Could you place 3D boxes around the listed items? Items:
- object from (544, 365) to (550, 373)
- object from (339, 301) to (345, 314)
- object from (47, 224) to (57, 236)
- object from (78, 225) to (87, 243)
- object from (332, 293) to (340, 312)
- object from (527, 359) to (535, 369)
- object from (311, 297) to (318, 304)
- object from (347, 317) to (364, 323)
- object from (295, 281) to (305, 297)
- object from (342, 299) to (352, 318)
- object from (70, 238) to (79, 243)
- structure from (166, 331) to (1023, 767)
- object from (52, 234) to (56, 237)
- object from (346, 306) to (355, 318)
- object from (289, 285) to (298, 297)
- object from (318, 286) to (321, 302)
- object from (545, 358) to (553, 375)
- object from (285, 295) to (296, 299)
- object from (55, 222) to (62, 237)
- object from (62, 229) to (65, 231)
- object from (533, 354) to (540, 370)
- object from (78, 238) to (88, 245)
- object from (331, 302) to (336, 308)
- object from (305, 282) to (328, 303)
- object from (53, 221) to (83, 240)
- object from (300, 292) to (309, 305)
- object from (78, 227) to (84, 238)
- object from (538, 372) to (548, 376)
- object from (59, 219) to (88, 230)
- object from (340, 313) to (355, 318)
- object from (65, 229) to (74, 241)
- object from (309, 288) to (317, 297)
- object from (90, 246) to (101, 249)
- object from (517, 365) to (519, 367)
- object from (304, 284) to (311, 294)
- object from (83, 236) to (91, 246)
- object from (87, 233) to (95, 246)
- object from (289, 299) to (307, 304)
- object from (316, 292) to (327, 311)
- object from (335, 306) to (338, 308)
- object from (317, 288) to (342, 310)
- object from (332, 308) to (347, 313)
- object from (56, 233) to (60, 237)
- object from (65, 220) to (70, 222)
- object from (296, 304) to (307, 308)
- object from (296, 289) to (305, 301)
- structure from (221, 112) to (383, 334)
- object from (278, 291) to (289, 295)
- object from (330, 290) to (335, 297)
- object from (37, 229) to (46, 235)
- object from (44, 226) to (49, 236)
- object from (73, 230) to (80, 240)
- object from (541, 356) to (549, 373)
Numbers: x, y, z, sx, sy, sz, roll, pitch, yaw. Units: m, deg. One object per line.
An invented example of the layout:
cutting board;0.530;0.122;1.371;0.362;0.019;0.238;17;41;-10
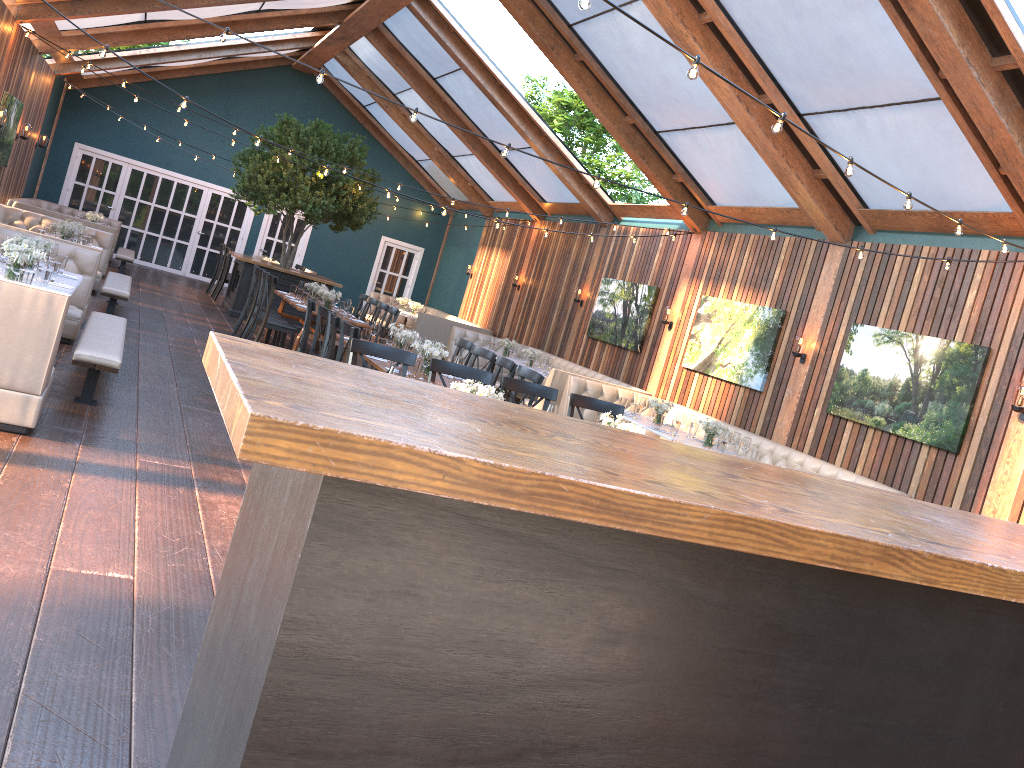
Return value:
object;0.522;-0.240;13.058;0.091;0.158;0.093;14;3;-38
object;-2.343;-1.060;12.253;0.092;0.158;0.091;18;3;32
object;-5.290;-1.707;10.146;0.092;0.244;0.093;16;2;-21
object;-5.745;-1.994;11.812;0.093;0.244;0.092;17;2;23
object;-2.419;-1.117;12.136;0.093;0.244;0.092;17;2;18
object;0.270;-0.272;12.619;0.091;0.158;0.093;14;3;-38
object;-2.525;-1.017;11.225;0.092;0.158;0.091;17;2;12
object;-2.049;-0.838;11.580;0.253;0.019;0.159;14;6;-24
object;-3.087;-1.381;12.894;0.093;0.244;0.092;17;2;23
object;-2.174;-0.997;11.627;0.092;0.244;0.092;16;2;1
object;-5.014;-1.577;10.102;0.092;0.158;0.091;17;2;12
structure;2.260;1.313;3.109;6.757;1.273;0.864;14;3;-24
object;-5.955;-1.980;11.476;0.091;0.158;0.093;14;3;-38
object;-2.142;-0.951;11.715;0.092;0.158;0.091;17;2;12
object;-3.163;-1.347;12.778;0.091;0.158;0.092;16;2;-8
object;-2.855;-1.339;13.168;0.091;0.244;0.093;14;3;-44
object;0.525;-0.253;12.731;0.093;0.244;0.092;17;2;23
object;-3.053;-1.206;12.385;0.253;0.019;0.159;14;6;-24
object;-5.596;-1.864;10.873;0.093;0.244;0.092;17;2;23
object;-5.879;-2.011;11.566;0.093;0.244;0.092;17;2;23
object;0.334;-0.307;12.713;0.092;0.244;0.093;16;2;-21
object;-5.096;-1.637;10.482;0.091;0.158;0.093;14;3;-38
object;-2.571;-1.174;12.731;0.092;0.158;0.092;16;2;2
object;-2.827;-1.326;12.760;0.334;0.309;0.332;14;4;-29
object;-5.321;-1.788;10.558;0.335;0.309;0.331;16;3;-8
object;-2.760;-1.134;11.754;0.092;0.158;0.092;16;2;2
object;-5.429;-1.833;11.071;0.093;0.244;0.092;17;2;23
object;0.463;-0.139;12.571;0.156;0.019;0.257;14;6;-24
object;-5.689;-1.977;11.435;0.335;0.309;0.331;16;3;-12
object;-2.272;-0.953;12.116;0.253;0.019;0.159;14;6;-24
object;-5.093;-1.650;10.155;0.093;0.244;0.092;17;2;23
object;-2.689;-1.170;11.883;0.092;0.244;0.093;16;2;-21
object;-5.600;-1.831;11.771;0.253;0.019;0.159;14;6;-24
object;0.146;-0.247;12.747;0.253;0.019;0.159;14;6;-24
object;-2.867;-1.266;12.348;0.091;0.244;0.093;15;2;-27
object;-5.385;-1.785;11.175;0.091;0.158;0.093;14;3;-38
object;-5.680;-1.940;11.905;0.091;0.158;0.093;14;3;-38
object;-2.867;-1.108;11.912;0.253;0.019;0.159;14;6;-24
object;-2.442;-1.049;11.353;0.092;0.244;0.093;16;2;-21
object;-2.704;-1.174;13.138;0.253;0.019;0.159;14;6;-24
object;-2.451;-1.127;11.790;0.330;0.309;0.336;17;4;13
object;-2.472;-1.054;12.611;0.253;0.019;0.159;14;6;-24
object;-6.065;-2.047;11.859;0.091;0.158;0.093;14;3;-38
object;-5.958;-2.055;11.794;0.093;0.244;0.092;17;2;23
object;-2.646;-0.994;11.379;0.253;0.019;0.159;14;6;-24
object;-2.937;-1.231;12.239;0.091;0.158;0.092;16;2;-18
structure;-3.773;-2.873;15.620;2.702;3.689;2.872;16;3;-16
object;-3.300;-1.329;12.929;0.253;0.019;0.159;14;6;-24
object;-2.595;-1.212;12.633;0.091;0.244;0.093;15;2;-27
object;-5.353;-1.670;10.035;0.091;0.158;0.093;14;3;-38
object;-5.662;-1.828;10.767;0.091;0.158;0.093;14;3;-38
object;-5.137;-1.684;10.386;0.093;0.244;0.092;17;2;23
object;0.482;-0.287;12.962;0.093;0.244;0.092;17;2;23
